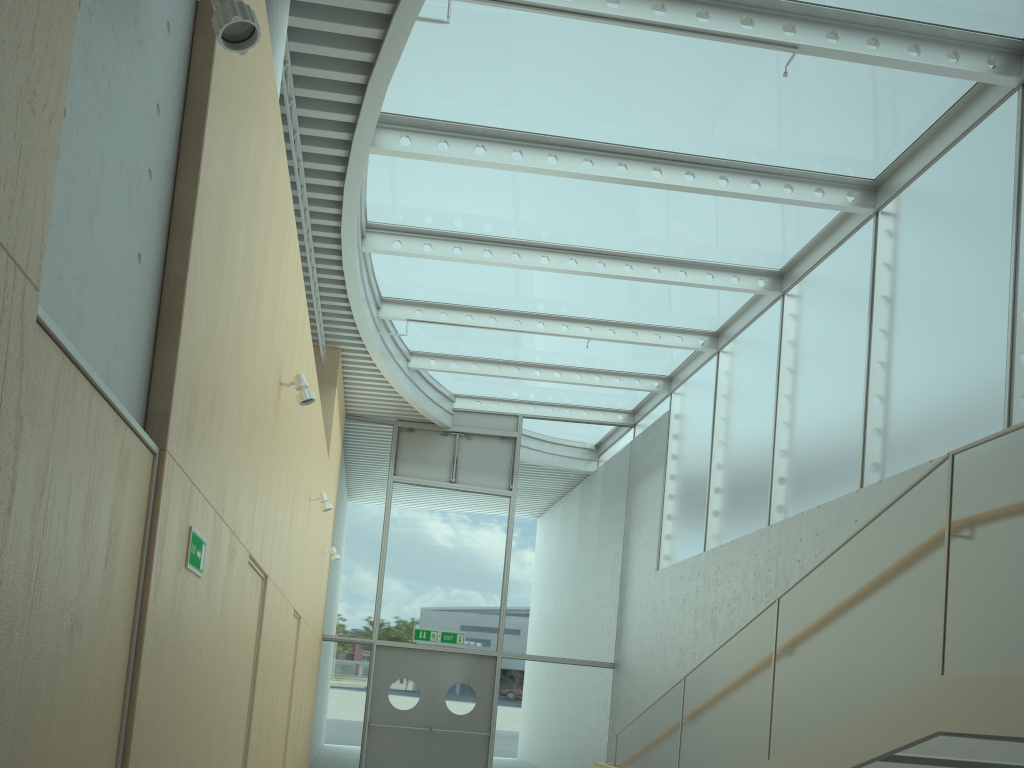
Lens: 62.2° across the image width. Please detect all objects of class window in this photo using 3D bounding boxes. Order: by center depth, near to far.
[{"bbox_3d":[0.663,1.186,8.181,4.809,6.018,16.621,7,-19,-8],"label":"window"},{"bbox_3d":[2.930,0.002,8.670,0.030,2.634,16.439,6,-20,-8],"label":"window"},{"bbox_3d":[-0.532,3.367,13.635,4.886,6.104,0.112,7,-5,-10],"label":"window"}]

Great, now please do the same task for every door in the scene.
[{"bbox_3d":[-1.272,5.239,13.371,1.933,2.046,0.179,7,-5,-10],"label":"door"}]

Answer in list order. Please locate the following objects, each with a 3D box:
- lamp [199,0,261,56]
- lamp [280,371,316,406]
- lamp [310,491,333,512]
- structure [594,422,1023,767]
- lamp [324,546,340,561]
[{"bbox_3d":[-0.776,-1.014,2.244,0.238,0.190,0.143,13,-13,-28],"label":"lamp"},{"bbox_3d":[-1.288,0.023,5.116,0.238,0.190,0.143,13,-13,-28],"label":"lamp"},{"bbox_3d":[-1.836,1.132,8.188,0.238,0.190,0.143,13,-13,-28],"label":"lamp"},{"bbox_3d":[2.922,0.722,2.542,1.895,4.041,13.245,6,-19,-8],"label":"structure"},{"bbox_3d":[-2.387,2.249,11.282,0.238,0.190,0.143,13,-13,-28],"label":"lamp"}]
